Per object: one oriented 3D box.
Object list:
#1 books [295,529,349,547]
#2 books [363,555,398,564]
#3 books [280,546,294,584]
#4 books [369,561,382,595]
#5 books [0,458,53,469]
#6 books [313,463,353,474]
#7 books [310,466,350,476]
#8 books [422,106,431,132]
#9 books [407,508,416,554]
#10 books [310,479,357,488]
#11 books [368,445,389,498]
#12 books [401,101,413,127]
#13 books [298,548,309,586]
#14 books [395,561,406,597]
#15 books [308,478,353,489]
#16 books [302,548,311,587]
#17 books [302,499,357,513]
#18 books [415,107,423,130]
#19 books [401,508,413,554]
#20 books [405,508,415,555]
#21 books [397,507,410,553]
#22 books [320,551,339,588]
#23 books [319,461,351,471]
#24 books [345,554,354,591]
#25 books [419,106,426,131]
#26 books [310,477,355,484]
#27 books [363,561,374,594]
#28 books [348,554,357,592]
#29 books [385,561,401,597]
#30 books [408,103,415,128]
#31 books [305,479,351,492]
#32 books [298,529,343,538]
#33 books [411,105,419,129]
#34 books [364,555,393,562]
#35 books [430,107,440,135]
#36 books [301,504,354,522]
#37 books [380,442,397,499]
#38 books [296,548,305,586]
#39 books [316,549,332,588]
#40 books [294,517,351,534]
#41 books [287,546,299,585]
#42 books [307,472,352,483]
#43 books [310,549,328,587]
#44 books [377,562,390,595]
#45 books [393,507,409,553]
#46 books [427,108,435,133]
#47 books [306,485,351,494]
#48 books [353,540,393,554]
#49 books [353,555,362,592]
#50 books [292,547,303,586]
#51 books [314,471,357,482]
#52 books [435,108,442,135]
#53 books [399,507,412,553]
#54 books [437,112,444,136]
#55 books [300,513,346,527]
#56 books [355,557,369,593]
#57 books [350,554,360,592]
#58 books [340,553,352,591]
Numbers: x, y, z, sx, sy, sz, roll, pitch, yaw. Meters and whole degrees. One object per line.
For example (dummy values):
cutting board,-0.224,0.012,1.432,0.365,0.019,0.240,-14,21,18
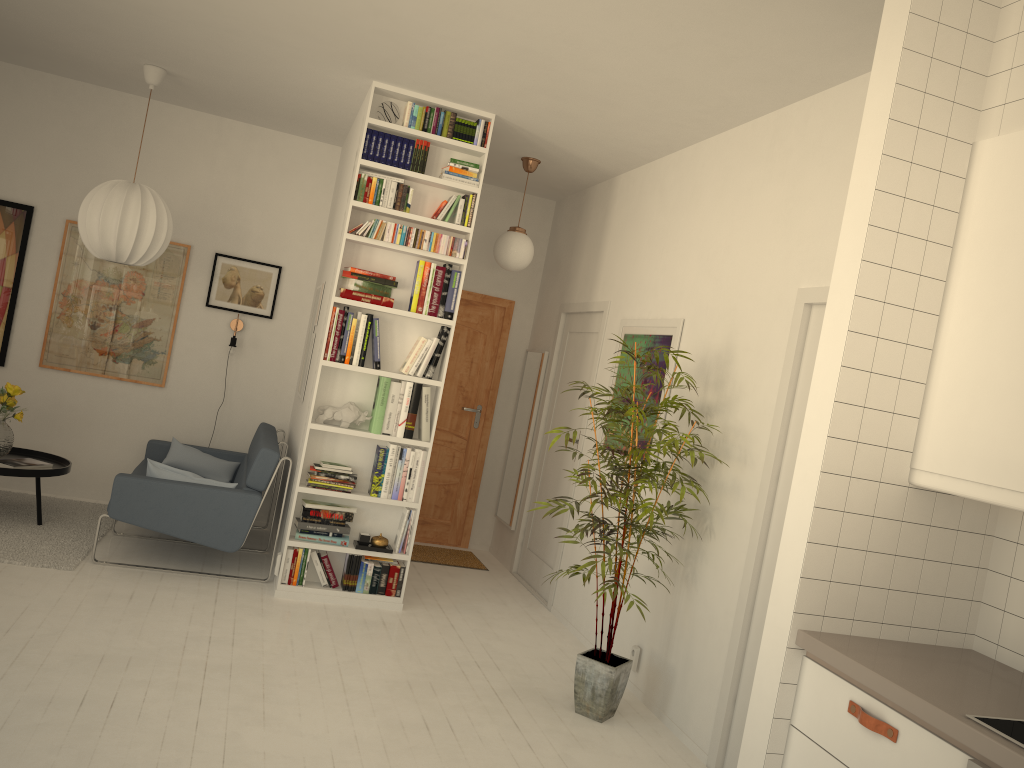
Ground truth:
books,-1.084,0.871,5.073,0.297,0.038,0.204,11,1,-11
books,-0.770,1.015,5.156,0.193,0.012,0.130,11,1,-16
books,-1.275,1.011,5.012,0.039,0.199,0.185,11,1,-16
books,-0.808,1.113,5.157,0.048,0.163,0.209,11,1,-16
books,-2.941,0.482,5.311,0.200,0.031,0.289,11,1,18
books,-1.025,0.479,5.055,0.212,0.017,0.165,11,1,-19
books,-1.038,0.490,5.043,0.221,0.010,0.169,11,1,-13
books,-0.504,-1.493,5.075,0.028,0.147,0.192,11,1,-16
books,-0.600,0.852,5.181,0.011,0.256,0.139,11,0,-16
books,-1.016,0.553,5.077,0.255,0.014,0.197,11,1,-7
books,-0.776,0.497,5.130,0.057,0.284,0.200,11,0,-16
books,-0.603,-1.513,5.044,0.026,0.149,0.155,11,1,-16
books,-1.189,1.016,5.044,0.021,0.215,0.174,11,0,-16
books,-0.673,1.132,5.210,0.032,0.176,0.230,11,1,-16
books,-1.034,0.563,5.045,0.248,0.009,0.171,11,1,-13
books,-1.171,1.020,5.034,0.010,0.215,0.194,11,1,-16
books,-1.050,0.692,5.073,0.297,0.024,0.162,10,1,-25
books,-0.556,-1.496,5.094,0.025,0.131,0.253,11,1,-16
books,-0.620,0.847,5.197,0.008,0.256,0.184,11,0,-16
books,-0.610,0.849,5.187,0.007,0.257,0.181,11,0,-16
books,-0.650,0.843,5.196,0.030,0.256,0.198,11,0,-16
books,-1.046,1.057,5.074,0.131,0.188,0.136,11,0,-16
books,-1.005,0.464,5.038,0.166,0.019,0.127,11,1,-23
books,-0.945,1.061,5.113,0.015,0.214,0.202,11,1,-16
books,-0.531,-1.496,5.087,0.018,0.141,0.207,11,1,-16
books,-1.028,0.540,5.053,0.250,0.008,0.135,11,1,-20
books,-0.845,1.099,5.146,0.032,0.176,0.222,11,1,-16
books,-0.928,1.064,5.104,0.015,0.214,0.202,11,1,-16
books,-0.709,1.124,5.180,0.056,0.180,0.202,11,1,-16
books,-0.590,-1.510,5.066,0.013,0.146,0.208,11,1,-16
books,-1.045,0.573,5.034,0.246,0.014,0.173,11,1,-17
books,-1.101,0.833,5.066,0.241,0.024,0.168,11,1,-21
books,-0.566,-1.500,5.047,0.023,0.137,0.161,11,1,-16
books,-0.776,1.005,5.135,0.165,0.006,0.103,11,1,-16
books,-0.463,-1.491,5.112,0.024,0.156,0.228,11,1,-16
books,-1.057,0.729,5.058,0.285,0.047,0.185,11,1,-16
books,-0.732,0.491,5.154,0.037,0.312,0.241,11,0,-16
books,-1.206,1.018,5.038,0.012,0.206,0.194,11,1,-16
books,-1.074,1.048,5.059,0.118,0.192,0.118,11,0,-16
books,-1.083,0.804,5.053,0.297,0.039,0.165,11,1,-21
books,-1.241,1.013,5.018,0.026,0.206,0.187,11,1,-16
books,-1.036,0.529,5.031,0.237,0.012,0.120,11,1,-21
books,-1.104,1.039,5.057,0.135,0.200,0.134,11,0,-16
books,-0.765,1.117,5.185,0.050,0.170,0.221,11,1,-16
books,-0.658,0.841,5.191,0.034,0.257,0.209,11,0,-16
books,-0.484,-1.491,5.098,0.024,0.148,0.188,11,1,-16
books,-1.043,0.585,5.038,0.247,0.009,0.170,11,1,-13
books,-0.798,0.935,5.090,0.214,0.023,0.130,11,1,-16
books,-0.903,1.069,5.125,0.015,0.214,0.202,11,1,-16
books,-1.217,1.014,5.020,0.020,0.211,0.185,11,1,-16
books,-1.003,0.515,5.062,0.235,0.025,0.163,11,1,-10
books,-0.445,-1.488,5.112,0.012,0.158,0.220,11,1,-16
books,-0.631,0.847,5.165,0.033,0.258,0.130,11,0,-16
books,-0.430,-1.475,5.106,0.019,0.137,0.201,11,1,-16
books,-1.081,0.768,5.052,0.247,0.039,0.143,11,1,-19
books,-0.880,1.091,5.141,0.044,0.179,0.224,11,1,-16
books,-0.915,1.066,5.116,0.015,0.214,0.202,11,1,-16
books,-0.958,1.059,5.101,0.015,0.214,0.202,11,1,-16
